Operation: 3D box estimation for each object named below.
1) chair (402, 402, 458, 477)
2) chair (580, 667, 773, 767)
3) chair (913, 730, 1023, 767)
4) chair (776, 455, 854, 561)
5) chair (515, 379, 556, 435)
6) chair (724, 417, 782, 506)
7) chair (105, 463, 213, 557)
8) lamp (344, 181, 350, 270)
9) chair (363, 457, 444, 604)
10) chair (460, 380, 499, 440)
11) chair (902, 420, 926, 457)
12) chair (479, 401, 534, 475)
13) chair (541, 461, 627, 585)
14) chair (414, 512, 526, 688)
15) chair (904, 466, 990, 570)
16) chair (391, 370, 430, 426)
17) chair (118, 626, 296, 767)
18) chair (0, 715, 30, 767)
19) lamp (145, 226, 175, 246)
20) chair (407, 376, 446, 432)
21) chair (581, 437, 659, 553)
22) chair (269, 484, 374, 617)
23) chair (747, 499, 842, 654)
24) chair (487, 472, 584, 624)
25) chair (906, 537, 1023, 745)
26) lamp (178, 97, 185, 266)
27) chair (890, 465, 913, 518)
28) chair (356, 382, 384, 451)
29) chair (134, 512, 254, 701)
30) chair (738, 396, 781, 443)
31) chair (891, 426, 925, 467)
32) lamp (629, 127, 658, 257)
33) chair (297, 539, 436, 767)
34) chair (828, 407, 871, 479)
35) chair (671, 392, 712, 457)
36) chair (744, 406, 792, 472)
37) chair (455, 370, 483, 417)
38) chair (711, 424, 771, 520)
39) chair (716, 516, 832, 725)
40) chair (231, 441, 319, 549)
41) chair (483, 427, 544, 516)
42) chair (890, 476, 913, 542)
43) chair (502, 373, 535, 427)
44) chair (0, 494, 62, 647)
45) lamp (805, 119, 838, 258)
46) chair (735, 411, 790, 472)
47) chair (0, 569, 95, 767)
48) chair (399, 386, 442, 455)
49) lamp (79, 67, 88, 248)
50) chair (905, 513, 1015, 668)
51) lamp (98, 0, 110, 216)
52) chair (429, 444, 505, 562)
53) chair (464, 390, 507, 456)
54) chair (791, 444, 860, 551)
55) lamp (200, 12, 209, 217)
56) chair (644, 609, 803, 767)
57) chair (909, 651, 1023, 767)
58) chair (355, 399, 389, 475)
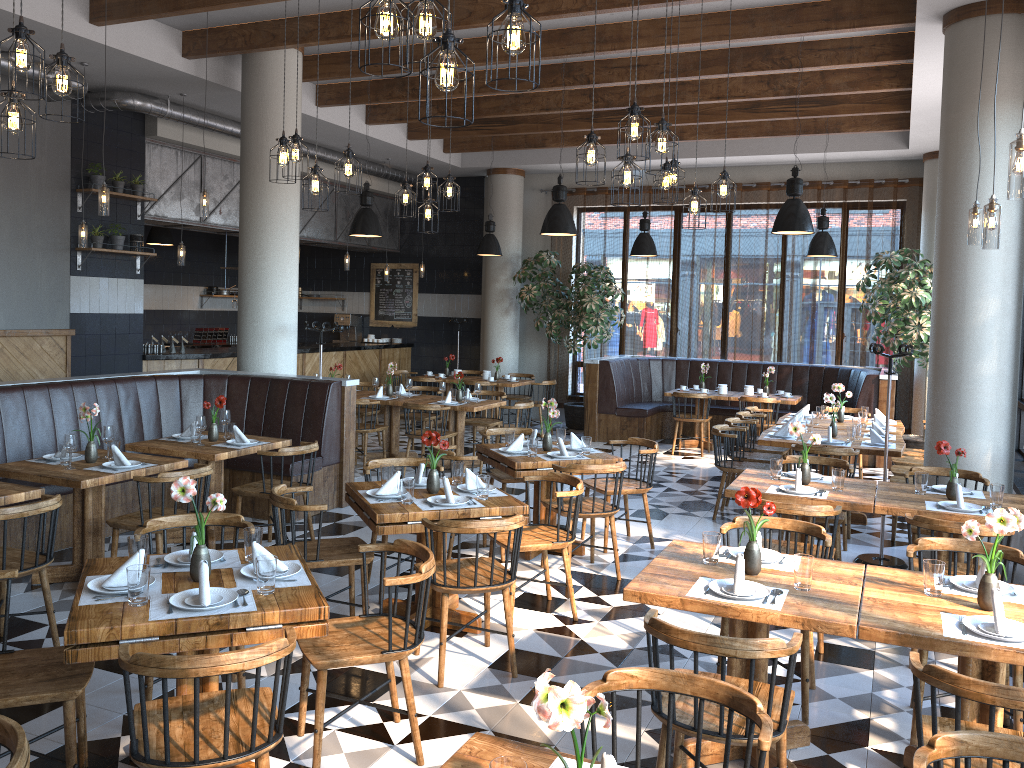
[{"bbox_3d":[-0.891,0.598,9.463,0.520,0.816,0.550,3,4,23],"label":"chair"},{"bbox_3d":[0.385,1.249,2.306,0.520,0.816,0.550,3,4,23],"label":"chair"},{"bbox_3d":[1.158,1.300,1.969,0.520,0.816,0.550,3,4,23],"label":"chair"},{"bbox_3d":[2.131,0.957,6.297,0.520,0.816,0.550,3,4,23],"label":"chair"},{"bbox_3d":[0.354,0.341,12.891,0.550,0.816,0.520,3,3,23],"label":"chair"},{"bbox_3d":[2.326,0.766,8.598,0.550,0.816,0.520,3,3,23],"label":"chair"},{"bbox_3d":[-2.156,0.903,5.487,0.550,0.816,0.520,3,3,23],"label":"chair"},{"bbox_3d":[-2.338,-2.609,12.662,0.078,1.960,0.078,3,3,31],"label":"lamp"},{"bbox_3d":[-0.694,0.925,5.721,0.519,0.816,0.551,0,3,-21],"label":"chair"},{"bbox_3d":[-0.457,0.347,12.541,0.520,0.816,0.550,3,4,23],"label":"chair"},{"bbox_3d":[4.204,0.775,9.124,0.550,0.816,0.520,3,3,23],"label":"chair"},{"bbox_3d":[-0.050,0.593,9.807,0.550,0.816,0.520,3,3,23],"label":"chair"},{"bbox_3d":[0.497,0.921,6.170,0.519,0.816,0.551,0,3,-21],"label":"chair"},{"bbox_3d":[-0.224,1.041,4.522,0.519,0.816,0.551,0,3,-21],"label":"chair"},{"bbox_3d":[2.904,1.009,5.960,0.520,0.816,0.550,3,4,23],"label":"chair"},{"bbox_3d":[-1.595,0.210,13.754,0.550,0.816,0.520,3,3,23],"label":"chair"},{"bbox_3d":[-0.969,1.166,2.819,0.519,0.816,0.551,0,3,-21],"label":"chair"},{"bbox_3d":[-1.361,1.232,1.922,0.549,0.816,0.521,0,3,-21],"label":"chair"},{"bbox_3d":[-4.936,-2.426,12.439,0.390,0.935,0.391,0,3,-34],"label":"lamp"},{"bbox_3d":[-1.244,0.295,12.884,0.520,0.816,0.550,3,4,23],"label":"chair"},{"bbox_3d":[0.862,0.860,7.005,0.549,0.816,0.521,0,3,-21],"label":"chair"},{"bbox_3d":[-1.059,0.986,4.886,0.549,0.816,0.521,0,3,-21],"label":"chair"},{"bbox_3d":[1.608,1.045,5.102,0.520,0.816,0.550,3,4,23],"label":"chair"},{"bbox_3d":[0.141,0.980,5.357,0.549,0.816,0.521,0,3,-21],"label":"chair"},{"bbox_3d":[2.022,1.156,3.944,0.520,0.816,0.550,3,4,23],"label":"chair"},{"bbox_3d":[-3.622,-2.286,9.739,0.078,1.960,0.078,0,3,-34],"label":"lamp"},{"bbox_3d":[3.705,0.858,7.983,0.550,0.816,0.520,3,3,23],"label":"chair"},{"bbox_3d":[-1.947,0.404,11.373,0.520,0.816,0.550,3,4,23],"label":"chair"},{"bbox_3d":[-1.439,1.050,4.018,0.519,0.816,0.551,0,3,-21],"label":"chair"},{"bbox_3d":[3.142,0.559,11.279,0.520,0.816,0.550,3,4,23],"label":"chair"},{"bbox_3d":[3.966,0.815,8.579,0.550,0.816,0.520,3,3,23],"label":"chair"},{"bbox_3d":[1.810,-2.664,11.963,0.391,1.861,0.391,3,3,26],"label":"lamp"},{"bbox_3d":[-0.604,1.105,3.654,0.549,0.816,0.521,0,3,-21],"label":"chair"},{"bbox_3d":[3.706,0.695,9.892,0.520,0.816,0.550,3,4,23],"label":"chair"},{"bbox_3d":[2.355,0.507,11.622,0.520,0.816,0.550,3,4,23],"label":"chair"},{"bbox_3d":[2.818,0.684,9.722,0.550,0.816,0.520,3,3,23],"label":"chair"},{"bbox_3d":[-0.723,0.208,14.074,0.520,0.816,0.550,3,4,23],"label":"chair"},{"bbox_3d":[2.074,0.808,8.021,0.550,0.816,0.520,3,3,23],"label":"chair"},{"bbox_3d":[1.249,1.105,4.281,0.520,0.816,0.550,3,4,23],"label":"chair"},{"bbox_3d":[-1.715,0.829,6.496,0.550,0.816,0.520,3,3,23],"label":"chair"},{"bbox_3d":[0.028,0.805,7.369,0.519,0.816,0.551,0,3,-21],"label":"chair"},{"bbox_3d":[3.460,0.899,7.423,0.550,0.816,0.520,3,3,23],"label":"chair"},{"bbox_3d":[0.064,0.260,13.731,0.520,0.816,0.550,3,4,23],"label":"chair"},{"bbox_3d":[-2.598,0.977,4.478,0.550,0.816,0.520,3,3,23],"label":"chair"},{"bbox_3d":[3.901,-2.525,11.051,0.391,1.861,0.390,4,3,36],"label":"lamp"},{"bbox_3d":[2.587,0.722,9.194,0.550,0.816,0.520,3,3,23],"label":"chair"},{"bbox_3d":[-1.804,1.111,3.183,0.549,0.816,0.521,0,3,-21],"label":"chair"},{"bbox_3d":[-1.153,0.457,11.027,0.520,0.816,0.550,3,4,23],"label":"chair"},{"bbox_3d":[-4.135,-2.301,8.556,0.078,1.960,0.078,2,2,-1],"label":"lamp"},{"bbox_3d":[2.380,1.096,4.765,0.520,0.816,0.550,3,4,23],"label":"chair"},{"bbox_3d":[-3.210,-2.315,6.988,0.078,1.960,0.078,0,3,-26],"label":"lamp"},{"bbox_3d":[-0.338,0.866,6.535,0.549,0.816,0.521,0,3,-21],"label":"chair"},{"bbox_3d":[-0.358,0.510,10.680,0.520,0.816,0.550,3,4,23],"label":"chair"},{"bbox_3d":[2.549,0.888,7.247,0.520,0.816,0.550,3,4,23],"label":"chair"},{"bbox_3d":[-2.763,-2.494,7.999,0.078,1.960,0.078,2,2,-1],"label":"lamp"},{"bbox_3d":[0.726,1.192,3.085,0.520,0.816,0.550,3,4,23],"label":"chair"},{"bbox_3d":[1.498,1.243,2.748,0.520,0.816,0.550,3,4,23],"label":"chair"},{"bbox_3d":[-1.685,0.546,9.809,0.520,0.816,0.550,3,4,23],"label":"chair"}]
